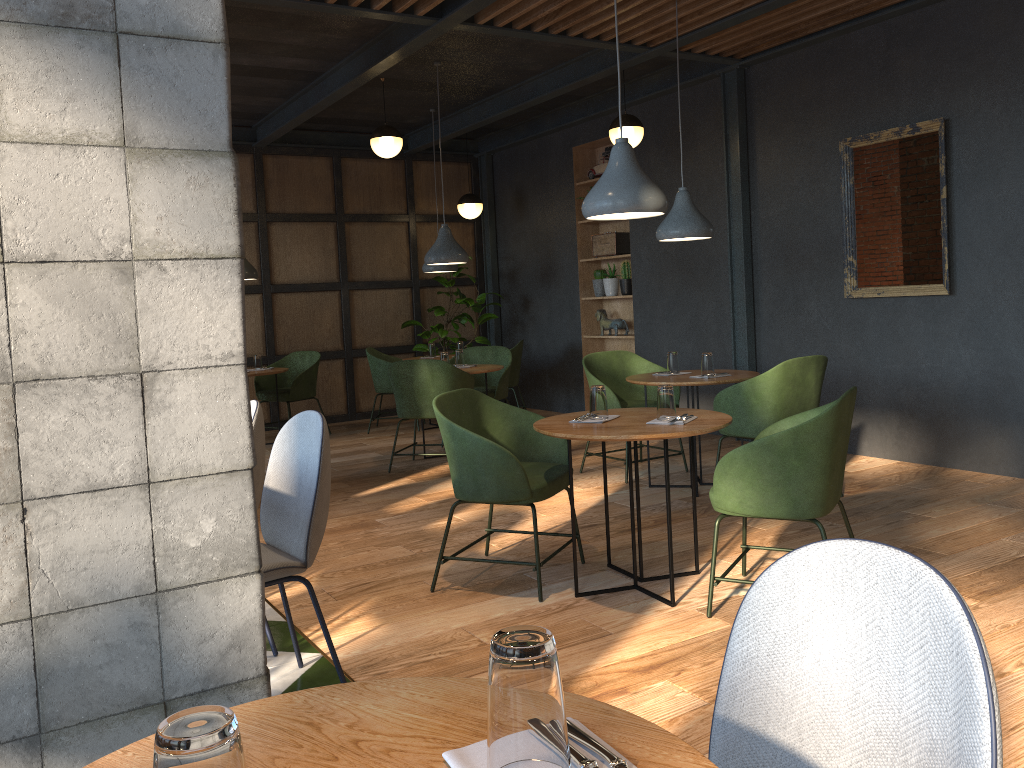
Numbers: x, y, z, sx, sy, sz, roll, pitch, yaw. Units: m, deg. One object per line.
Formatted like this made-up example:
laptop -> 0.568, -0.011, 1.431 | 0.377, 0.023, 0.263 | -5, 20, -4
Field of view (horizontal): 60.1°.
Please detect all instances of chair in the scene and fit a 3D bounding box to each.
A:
chair -> 1.478, 0.246, 5.024 | 0.640, 0.817, 0.515 | -6, 4, -36
chair -> -0.124, -0.011, 8.671 | 0.515, 0.817, 0.640 | -3, 4, 6
chair -> -1.125, 0.521, 3.166 | 0.508, 0.885, 0.419 | -5, 3, -25
chair -> 0.261, 0.654, 0.975 | 0.508, 0.885, 0.419 | -5, 3, -25
chair -> 1.036, 0.426, 3.351 | 0.515, 0.817, 0.640 | -1, 4, 29
chair -> -0.793, 0.548, 2.697 | 0.508, 0.885, 0.418 | -5, 4, -35
chair -> 0.808, 0.192, 5.979 | 0.639, 0.817, 0.515 | -5, 4, -31
chair -> -1.151, 0.035, 8.751 | 0.515, 0.817, 0.640 | -3, 4, 1
chair -> -0.288, 0.099, 7.592 | 0.638, 0.817, 0.516 | -2, 4, 19
chair -> -0.599, 0.206, 6.611 | 0.638, 0.817, 0.516 | -2, 3, 14
chair -> -2.142, 0.107, 8.537 | 0.638, 0.817, 0.516 | -1, 4, 34
chair -> -0.021, 0.435, 3.843 | 0.515, 0.817, 0.640 | -1, 4, 24

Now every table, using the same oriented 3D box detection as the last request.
table -> 0.508, 0.491, 3.653 | 0.807, 0.685, 0.810 | -3, 4, -1
table -> -0.115, 0.764, 0.753 | 0.700, 0.745, 0.700 | -4, 4, -21
table -> -2.431, 0.230, 8.089 | 0.807, 0.685, 0.810 | -2, 4, 9
table -> -0.656, 0.078, 8.720 | 0.809, 0.685, 0.808 | -5, 5, -31
table -> 1.123, 0.290, 5.457 | 0.807, 0.685, 0.810 | -2, 4, 18
table -> -0.450, 0.220, 7.084 | 0.807, 0.685, 0.810 | -2, 4, 11

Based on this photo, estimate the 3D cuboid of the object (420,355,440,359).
object -> -0.806, -0.272, 8.761 | 0.157, 0.019, 0.243 | -2, 5, 14

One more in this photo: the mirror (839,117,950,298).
mirror -> 2.497, -1.117, 5.792 | 0.061, 1.083, 0.769 | -5, 4, -31

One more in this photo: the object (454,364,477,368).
object -> -0.394, -0.149, 7.215 | 0.242, 0.019, 0.158 | -1, 6, 23

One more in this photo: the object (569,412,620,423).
object -> 0.352, 0.139, 3.721 | 0.157, 0.019, 0.243 | 0, 6, 28

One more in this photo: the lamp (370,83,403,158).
lamp -> -1.137, -3.771, 7.299 | 0.268, 3.786, 0.269 | -1, 3, 38

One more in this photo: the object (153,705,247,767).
object -> -0.239, 0.327, 0.683 | 0.080, 0.138, 0.080 | -1, 4, 37

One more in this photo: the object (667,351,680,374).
object -> 1.011, -0.134, 5.566 | 0.080, 0.138, 0.080 | -2, 4, 21

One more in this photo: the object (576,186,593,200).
object -> 0.884, -1.783, 8.622 | 0.537, 0.328, 0.174 | 1, 5, 38

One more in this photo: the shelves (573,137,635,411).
shelves -> 1.012, -1.006, 8.623 | 0.285, 2.700, 0.836 | -5, 3, -31

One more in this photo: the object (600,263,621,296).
object -> 0.960, -1.017, 8.610 | 0.213, 0.329, 0.233 | -5, 4, -25

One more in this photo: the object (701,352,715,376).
object -> 1.176, -0.121, 5.330 | 0.080, 0.138, 0.080 | -2, 4, 21

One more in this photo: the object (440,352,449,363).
object -> -0.527, -0.181, 6.930 | 0.080, 0.138, 0.080 | -3, 3, 7

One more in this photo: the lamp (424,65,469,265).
lamp -> -0.634, -3.186, 6.919 | 0.353, 4.480, 0.353 | -3, 3, 4

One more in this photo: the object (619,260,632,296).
object -> 1.086, -1.014, 8.406 | 0.144, 0.349, 0.144 | -4, 3, -14

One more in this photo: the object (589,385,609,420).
object -> 0.359, 0.075, 3.688 | 0.080, 0.138, 0.080 | 0, 4, 41

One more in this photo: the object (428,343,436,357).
object -> -0.790, -0.337, 8.741 | 0.080, 0.138, 0.080 | -1, 4, 37

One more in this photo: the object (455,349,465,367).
object -> -0.426, -0.212, 7.199 | 0.080, 0.138, 0.080 | -3, 3, 7

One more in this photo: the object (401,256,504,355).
object -> -0.592, -0.554, 9.513 | 1.058, 1.791, 0.723 | -4, 3, -21

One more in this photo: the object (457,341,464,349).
object -> -0.507, -0.347, 8.687 | 0.080, 0.138, 0.080 | -4, 4, -23

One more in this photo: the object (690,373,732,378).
object -> 1.181, -0.053, 5.306 | 0.243, 0.019, 0.157 | -6, 6, -32

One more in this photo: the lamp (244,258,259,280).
lamp -> -2.592, -3.177, 7.923 | 0.353, 4.480, 0.353 | -3, 3, 4

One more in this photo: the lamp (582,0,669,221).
lamp -> 0.346, -2.919, 3.519 | 0.353, 4.480, 0.353 | -3, 3, 4

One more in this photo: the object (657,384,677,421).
object -> 0.620, 0.073, 3.565 | 0.080, 0.138, 0.080 | 0, 4, 41

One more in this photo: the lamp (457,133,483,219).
lamp -> -0.534, -3.632, 9.284 | 0.268, 3.786, 0.269 | -2, 3, 12

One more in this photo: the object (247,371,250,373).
object -> -2.477, -0.105, 7.916 | 0.242, 0.019, 0.158 | -1, 6, 25

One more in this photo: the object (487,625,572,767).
object -> 0.013, 0.301, 0.821 | 0.080, 0.138, 0.080 | -1, 4, 27

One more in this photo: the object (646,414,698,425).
object -> 0.638, 0.140, 3.547 | 0.157, 0.019, 0.243 | 0, 6, 28

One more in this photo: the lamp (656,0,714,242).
lamp -> 0.942, -3.118, 5.313 | 0.353, 4.480, 0.353 | -3, 3, 4

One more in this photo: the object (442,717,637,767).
object -> 0.047, 0.366, 0.815 | 0.158, 0.019, 0.243 | -6, 6, -26

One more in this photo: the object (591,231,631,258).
object -> 0.967, -1.360, 8.642 | 0.199, 0.240, 0.340 | -6, 5, -36

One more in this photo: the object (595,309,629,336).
object -> 0.977, -0.605, 8.661 | 0.151, 0.257, 0.522 | -5, 5, -31

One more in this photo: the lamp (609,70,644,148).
lamp -> 0.794, -3.706, 6.783 | 0.268, 3.786, 0.269 | -1, 3, 31

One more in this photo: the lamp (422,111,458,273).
lamp -> -0.818, -3.331, 8.576 | 0.353, 4.480, 0.353 | -3, 3, 4

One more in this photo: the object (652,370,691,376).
object -> 1.020, -0.072, 5.600 | 0.243, 0.019, 0.157 | -6, 6, -32

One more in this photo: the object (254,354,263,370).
object -> -2.353, -0.204, 8.197 | 0.080, 0.138, 0.080 | 0, 4, 38

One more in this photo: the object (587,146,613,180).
object -> 0.934, -2.137, 8.557 | 0.204, 0.284, 0.517 | -5, 5, -31

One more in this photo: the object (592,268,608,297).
object -> 0.882, -1.015, 8.813 | 0.190, 0.294, 0.173 | -1, 4, 33

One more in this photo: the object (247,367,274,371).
object -> -2.321, -0.141, 8.212 | 0.242, 0.019, 0.158 | -1, 6, 25
